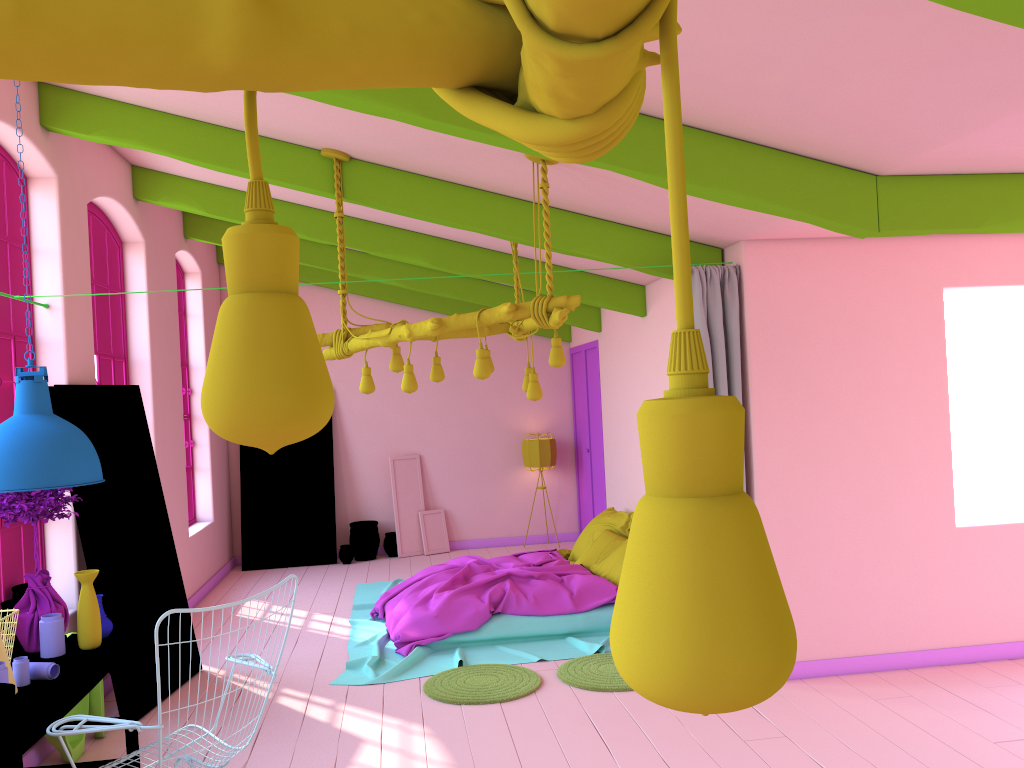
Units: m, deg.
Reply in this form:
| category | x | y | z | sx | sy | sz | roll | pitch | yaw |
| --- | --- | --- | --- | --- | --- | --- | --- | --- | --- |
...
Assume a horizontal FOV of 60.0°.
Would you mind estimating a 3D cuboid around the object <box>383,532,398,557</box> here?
| category | x | y | z | sx | sy | sz | roll | pitch | yaw |
| --- | --- | --- | --- | --- | --- | --- | --- | --- | --- |
| object | -1.525 | 2.061 | 11.374 | 0.260 | 0.306 | 0.260 | -3 | 0 | 25 |

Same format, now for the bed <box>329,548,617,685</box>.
| category | x | y | z | sx | sy | sz | roll | pitch | yaw |
| --- | --- | --- | --- | --- | --- | --- | --- | --- | --- |
| bed | -0.140 | 1.845 | 8.145 | 2.802 | 0.514 | 3.577 | -3 | -1 | -7 |

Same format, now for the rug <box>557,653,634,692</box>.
| category | x | y | z | sx | sy | sz | roll | pitch | yaw |
| --- | --- | --- | --- | --- | --- | --- | --- | --- | --- |
| rug | 0.722 | 2.014 | 6.227 | 0.792 | 0.021 | 0.792 | -3 | -1 | 20 |

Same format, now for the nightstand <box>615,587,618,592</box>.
| category | x | y | z | sx | sy | sz | roll | pitch | yaw |
| --- | --- | --- | --- | --- | --- | --- | --- | --- | --- |
| nightstand | 1.097 | 1.784 | 6.749 | 0.596 | 0.458 | 0.596 | -3 | -1 | 30 |

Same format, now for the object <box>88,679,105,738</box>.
| category | x | y | z | sx | sy | sz | roll | pitch | yaw |
| --- | --- | --- | --- | --- | --- | --- | --- | --- | --- |
| object | -2.600 | 1.952 | 5.469 | 0.137 | 0.462 | 0.284 | -3 | 0 | -22 |

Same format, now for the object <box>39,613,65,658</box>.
| category | x | y | z | sx | sy | sz | roll | pitch | yaw |
| --- | --- | --- | --- | --- | --- | --- | --- | --- | --- |
| object | -2.272 | 1.241 | 4.382 | 0.109 | 0.197 | 0.109 | -3 | 0 | 30 |

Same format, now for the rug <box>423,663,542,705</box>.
| category | x | y | z | sx | sy | sz | roll | pitch | yaw |
| --- | --- | --- | --- | --- | --- | --- | --- | --- | --- |
| rug | -0.204 | 2.059 | 6.107 | 0.792 | 0.021 | 0.793 | -2 | -1 | -25 |

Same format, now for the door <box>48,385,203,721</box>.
| category | x | y | z | sx | sy | sz | roll | pitch | yaw |
| --- | --- | --- | --- | --- | --- | --- | --- | --- | --- |
| door | -2.667 | 1.097 | 6.215 | 0.450 | 2.211 | 1.153 | -3 | 0 | 3 |

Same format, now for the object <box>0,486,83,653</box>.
| category | x | y | z | sx | sy | sz | roll | pitch | yaw |
| --- | --- | --- | --- | --- | --- | --- | --- | --- | --- |
| object | -2.421 | 0.874 | 4.491 | 0.503 | 0.950 | 0.441 | -3 | 0 | 43 |

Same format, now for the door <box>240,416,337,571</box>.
| category | x | y | z | sx | sy | sz | roll | pitch | yaw |
| --- | --- | --- | --- | --- | --- | --- | --- | --- | --- |
| door | -2.823 | 1.174 | 11.155 | 1.153 | 2.211 | 0.450 | -3 | 0 | -7 |

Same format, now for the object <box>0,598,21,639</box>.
| category | x | y | z | sx | sy | sz | roll | pitch | yaw |
| --- | --- | --- | --- | --- | --- | --- | --- | --- | --- |
| object | -2.881 | 1.374 | 5.175 | 0.182 | 0.222 | 0.182 | -3 | 0 | -25 |

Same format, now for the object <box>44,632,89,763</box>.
| category | x | y | z | sx | sy | sz | roll | pitch | yaw |
| --- | --- | --- | --- | --- | --- | --- | --- | --- | --- |
| object | -2.637 | 1.815 | 5.135 | 0.218 | 0.733 | 0.451 | -3 | 0 | -7 |

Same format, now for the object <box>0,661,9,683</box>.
| category | x | y | z | sx | sy | sz | roll | pitch | yaw |
| --- | --- | --- | --- | --- | --- | --- | --- | --- | --- |
| object | -2.092 | 1.230 | 3.577 | 0.109 | 0.197 | 0.109 | -3 | 0 | -15 |

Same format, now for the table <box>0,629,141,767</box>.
| category | x | y | z | sx | sy | sz | roll | pitch | yaw |
| --- | --- | --- | --- | --- | --- | --- | --- | --- | --- |
| table | -2.224 | 1.729 | 3.709 | 0.655 | 0.820 | 2.193 | -3 | -1 | -7 |

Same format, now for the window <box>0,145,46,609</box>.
| category | x | y | z | sx | sy | sz | roll | pitch | yaw |
| --- | --- | --- | --- | --- | --- | --- | --- | --- | --- |
| window | -3.082 | -0.015 | 5.285 | 0.072 | 3.047 | 1.275 | -3 | 0 | -7 |

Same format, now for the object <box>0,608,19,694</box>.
| category | x | y | z | sx | sy | sz | roll | pitch | yaw |
| --- | --- | --- | --- | --- | --- | --- | --- | --- | --- |
| object | -2.332 | 1.162 | 3.725 | 0.444 | 0.369 | 0.633 | -3 | -1 | -7 |

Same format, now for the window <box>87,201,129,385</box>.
| category | x | y | z | sx | sy | sz | roll | pitch | yaw |
| --- | --- | --- | --- | --- | --- | --- | --- | --- | --- |
| window | -3.338 | 0.034 | 7.175 | 0.214 | 3.009 | 1.514 | -3 | 0 | -7 |

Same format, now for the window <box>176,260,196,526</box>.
| category | x | y | z | sx | sy | sz | roll | pitch | yaw |
| --- | --- | --- | --- | --- | --- | --- | --- | --- | --- |
| window | -3.641 | 0.073 | 9.618 | 0.072 | 3.047 | 1.275 | -3 | 0 | -7 |

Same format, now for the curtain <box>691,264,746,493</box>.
| category | x | y | z | sx | sy | sz | roll | pitch | yaw |
| --- | --- | --- | --- | --- | --- | --- | --- | --- | --- |
| curtain | 1.415 | 0.594 | 6.113 | 0.518 | 2.785 | 0.525 | -3 | 0 | -27 |

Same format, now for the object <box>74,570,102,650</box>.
| category | x | y | z | sx | sy | sz | roll | pitch | yaw |
| --- | --- | --- | --- | --- | --- | --- | --- | --- | --- |
| object | -2.135 | 1.138 | 4.471 | 0.116 | 0.383 | 0.116 | -3 | 0 | -34 |

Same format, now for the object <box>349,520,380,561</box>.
| category | x | y | z | sx | sy | sz | roll | pitch | yaw |
| --- | --- | --- | --- | --- | --- | --- | --- | --- | --- |
| object | -1.870 | 1.989 | 11.256 | 0.386 | 0.471 | 0.386 | -3 | 0 | 35 |

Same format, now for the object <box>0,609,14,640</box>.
| category | x | y | z | sx | sy | sz | roll | pitch | yaw |
| --- | --- | --- | --- | --- | --- | --- | --- | --- | --- |
| object | -2.843 | 1.368 | 4.880 | 0.182 | 0.222 | 0.182 | -3 | 0 | -30 |

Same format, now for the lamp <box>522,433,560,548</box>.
| category | x | y | z | sx | sy | sz | roll | pitch | yaw |
| --- | --- | --- | --- | --- | --- | --- | --- | --- | --- |
| lamp | 0.405 | 1.365 | 11.495 | 0.491 | 1.466 | 0.476 | -3 | 0 | 23 |

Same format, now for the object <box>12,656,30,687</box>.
| category | x | y | z | sx | sy | sz | roll | pitch | yaw |
| --- | --- | --- | --- | --- | --- | --- | --- | --- | --- |
| object | -2.183 | 1.278 | 3.945 | 0.065 | 0.118 | 0.065 | -3 | 0 | 41 |

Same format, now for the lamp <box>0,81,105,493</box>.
| category | x | y | z | sx | sy | sz | roll | pitch | yaw |
| --- | --- | --- | --- | --- | --- | --- | --- | --- | --- |
| lamp | -2.074 | -0.564 | 3.780 | 0.529 | 2.002 | 0.528 | -3 | 0 | 24 |

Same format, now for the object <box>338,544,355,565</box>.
| category | x | y | z | sx | sy | sz | roll | pitch | yaw |
| --- | --- | --- | --- | --- | --- | --- | --- | --- | --- |
| object | -2.055 | 2.119 | 11.009 | 0.199 | 0.234 | 0.199 | -3 | -1 | -40 |

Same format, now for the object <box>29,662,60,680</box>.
| category | x | y | z | sx | sy | sz | roll | pitch | yaw |
| --- | --- | --- | --- | --- | --- | --- | --- | --- | --- |
| object | -2.130 | 1.301 | 4.019 | 0.137 | 0.076 | 0.076 | -3 | 0 | 13 |

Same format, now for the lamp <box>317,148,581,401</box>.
| category | x | y | z | sx | sy | sz | roll | pitch | yaw |
| --- | --- | --- | --- | --- | --- | --- | --- | --- | --- |
| lamp | -0.287 | -1.002 | 5.499 | 1.610 | 2.264 | 1.776 | -3 | 0 | -26 |

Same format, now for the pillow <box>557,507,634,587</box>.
| category | x | y | z | sx | sy | sz | roll | pitch | yaw |
| --- | --- | --- | --- | --- | --- | --- | --- | --- | --- |
| pillow | 0.898 | 1.635 | 8.540 | 0.848 | 0.822 | 2.618 | -3 | -1 | -18 |

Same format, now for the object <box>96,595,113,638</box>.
| category | x | y | z | sx | sy | sz | roll | pitch | yaw |
| --- | --- | --- | --- | --- | --- | --- | --- | --- | --- |
| object | -2.176 | 1.224 | 4.665 | 0.132 | 0.219 | 0.132 | -3 | 0 | 9 |

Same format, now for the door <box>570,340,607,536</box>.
| category | x | y | z | sx | sy | sz | roll | pitch | yaw |
| --- | --- | --- | --- | --- | --- | --- | --- | --- | --- |
| door | 0.956 | 0.800 | 11.027 | 0.108 | 2.590 | 1.677 | -3 | 0 | -7 |

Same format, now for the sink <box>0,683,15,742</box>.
| category | x | y | z | sx | sy | sz | roll | pitch | yaw |
| --- | --- | --- | --- | --- | --- | --- | --- | --- | --- |
| sink | -1.997 | 1.218 | 3.089 | 0.340 | 0.194 | 0.609 | -3 | -1 | -7 |

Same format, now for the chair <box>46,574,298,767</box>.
| category | x | y | z | sx | sy | sz | roll | pitch | yaw |
| --- | --- | --- | --- | --- | --- | --- | --- | --- | --- |
| chair | -1.481 | 1.489 | 3.844 | 0.925 | 1.238 | 1.078 | -3 | 0 | 27 |

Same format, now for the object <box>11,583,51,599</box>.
| category | x | y | z | sx | sy | sz | roll | pitch | yaw |
| --- | --- | --- | --- | --- | --- | --- | --- | --- | --- |
| object | -2.912 | 1.353 | 5.383 | 0.223 | 0.272 | 0.223 | -3 | 0 | -20 |
